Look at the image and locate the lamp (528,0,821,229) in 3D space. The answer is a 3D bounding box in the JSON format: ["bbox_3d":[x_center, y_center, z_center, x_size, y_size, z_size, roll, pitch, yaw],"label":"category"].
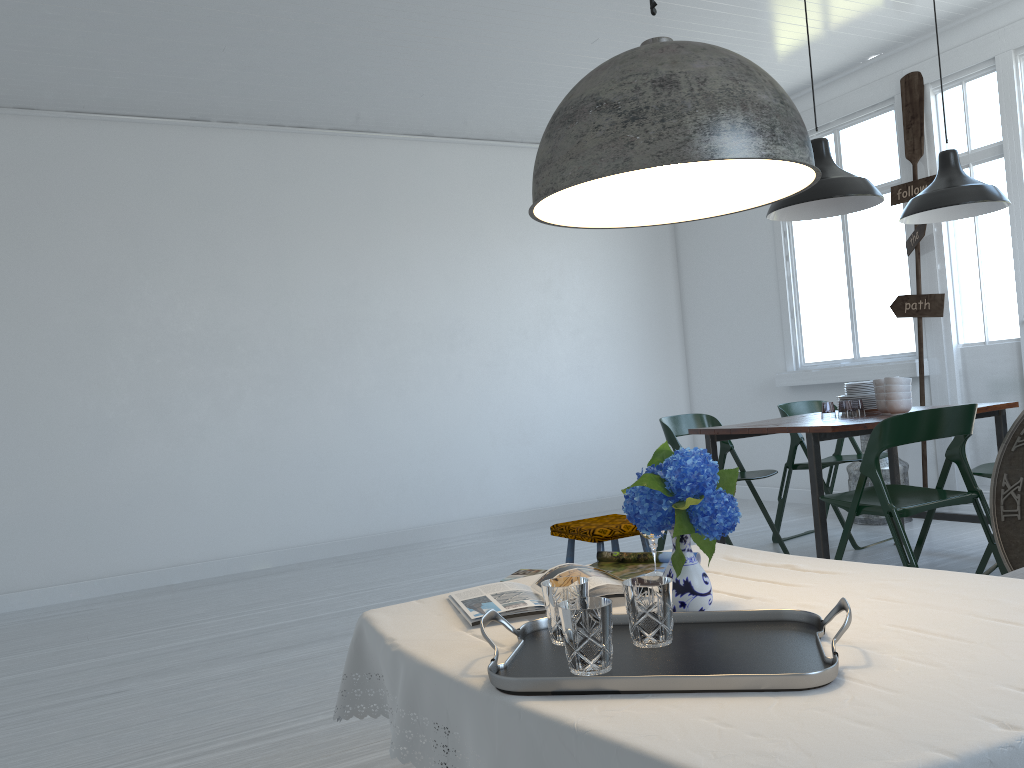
[{"bbox_3d":[0.242,-1.407,1.864,0.601,2.044,0.600,-5,0,32],"label":"lamp"}]

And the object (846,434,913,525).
[{"bbox_3d":[2.836,0.705,6.871,0.451,0.725,0.450,-5,0,41],"label":"object"}]

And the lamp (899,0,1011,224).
[{"bbox_3d":[2.777,-1.844,5.711,0.650,1.499,0.650,-5,0,16],"label":"lamp"}]

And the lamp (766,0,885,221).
[{"bbox_3d":[1.745,-1.761,5.147,0.649,1.499,0.650,-5,0,-32],"label":"lamp"}]

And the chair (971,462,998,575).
[{"bbox_3d":[2.836,0.537,4.708,0.731,1.006,0.651,-5,0,41],"label":"chair"}]

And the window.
[{"bbox_3d":[2.780,-1.216,7.563,0.253,2.398,1.483,-5,0,-29],"label":"window"}]

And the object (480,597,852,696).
[{"bbox_3d":[0.266,0.448,1.595,0.651,0.092,0.398,-5,-1,14],"label":"object"}]

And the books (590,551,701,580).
[{"bbox_3d":[0.309,0.478,2.322,0.300,0.043,0.228,-6,-1,35],"label":"books"}]

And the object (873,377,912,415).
[{"bbox_3d":[2.141,0.065,4.982,0.149,0.216,0.309,-5,-1,4],"label":"object"}]

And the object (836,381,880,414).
[{"bbox_3d":[2.111,0.084,5.335,0.300,0.195,0.305,-5,-1,8],"label":"object"}]

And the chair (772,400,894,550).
[{"bbox_3d":[2.273,0.616,6.294,0.651,1.006,0.731,-5,0,-39],"label":"chair"}]

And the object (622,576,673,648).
[{"bbox_3d":[0.258,0.426,1.658,0.095,0.119,0.096,-5,0,-44],"label":"object"}]

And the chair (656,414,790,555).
[{"bbox_3d":[1.333,0.692,5.779,0.731,1.006,0.651,-5,0,41],"label":"chair"}]

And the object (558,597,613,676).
[{"bbox_3d":[0.131,0.436,1.531,0.095,0.119,0.095,-5,0,-4],"label":"object"}]

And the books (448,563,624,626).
[{"bbox_3d":[0.079,0.489,2.115,0.422,0.049,0.300,-5,-1,-14],"label":"books"}]

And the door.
[{"bbox_3d":[3.561,-0.760,6.204,0.253,3.480,1.611,-5,0,-29],"label":"door"}]

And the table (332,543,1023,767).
[{"bbox_3d":[0.484,0.831,1.824,1.326,0.725,1.671,-5,-1,-27],"label":"table"}]

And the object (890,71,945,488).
[{"bbox_3d":[3.118,-0.693,6.759,0.361,3.421,0.413,-5,0,4],"label":"object"}]

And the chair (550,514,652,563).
[{"bbox_3d":[0.487,0.957,4.375,0.419,0.562,0.419,-5,0,-29],"label":"chair"}]

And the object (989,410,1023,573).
[{"bbox_3d":[2.353,0.476,3.393,0.584,1.138,1.112,-5,0,-43],"label":"object"}]

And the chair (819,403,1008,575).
[{"bbox_3d":[1.868,0.616,4.178,0.651,1.006,0.731,-5,0,-29],"label":"chair"}]

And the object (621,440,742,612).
[{"bbox_3d":[0.362,0.302,1.842,0.265,0.377,0.236,-5,0,-27],"label":"object"}]

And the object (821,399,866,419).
[{"bbox_3d":[1.923,0.145,5.137,0.241,0.098,0.172,-5,-1,-25],"label":"object"}]

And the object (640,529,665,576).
[{"bbox_3d":[0.354,0.385,2.226,0.098,0.192,0.098,-5,0,-8],"label":"object"}]

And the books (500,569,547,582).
[{"bbox_3d":[0.057,0.644,2.944,0.133,0.022,0.189,-6,-1,22],"label":"books"}]

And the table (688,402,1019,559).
[{"bbox_3d":[2.055,0.640,5.217,1.694,0.930,1.172,-5,-1,-31],"label":"table"}]

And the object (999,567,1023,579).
[{"bbox_3d":[1.920,0.685,2.654,1.685,0.924,1.212,-5,-1,12],"label":"object"}]

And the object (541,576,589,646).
[{"bbox_3d":[0.108,0.441,1.721,0.095,0.119,0.095,-5,0,-4],"label":"object"}]
